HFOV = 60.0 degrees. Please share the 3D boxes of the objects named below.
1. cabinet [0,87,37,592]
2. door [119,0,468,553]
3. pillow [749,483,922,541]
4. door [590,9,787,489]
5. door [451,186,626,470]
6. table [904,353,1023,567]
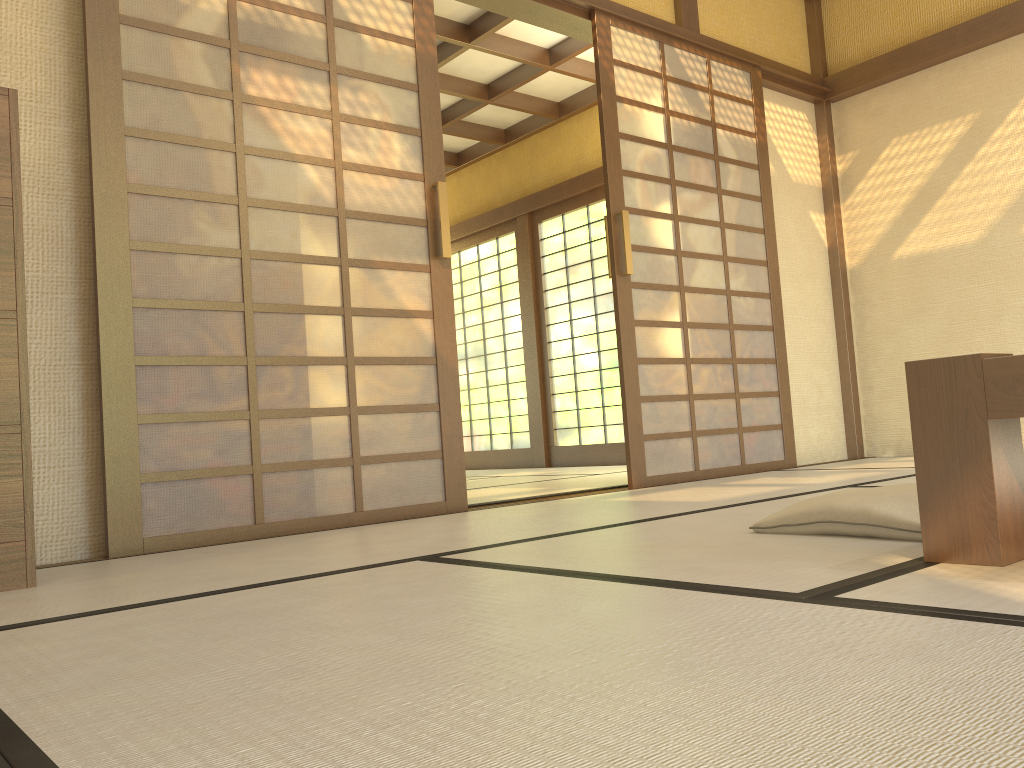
[{"bbox_3d":[-1.664,-0.088,1.926,1.020,1.200,0.421,-1,-5,-39],"label":"cabinet"},{"bbox_3d":[-0.750,-0.617,3.163,1.230,2.265,0.076,-1,-5,-39],"label":"door"},{"bbox_3d":[0.903,0.292,2.061,0.486,0.107,0.496,-2,-4,-36],"label":"pillow"},{"bbox_3d":[0.923,-0.652,4.538,1.230,2.265,0.076,-1,-5,-39],"label":"door"},{"bbox_3d":[0.219,-0.377,7.781,0.140,2.230,2.890,-1,-5,-39],"label":"door"},{"bbox_3d":[1.405,0.081,1.483,1.000,0.350,1.000,-1,-5,-39],"label":"table"}]
